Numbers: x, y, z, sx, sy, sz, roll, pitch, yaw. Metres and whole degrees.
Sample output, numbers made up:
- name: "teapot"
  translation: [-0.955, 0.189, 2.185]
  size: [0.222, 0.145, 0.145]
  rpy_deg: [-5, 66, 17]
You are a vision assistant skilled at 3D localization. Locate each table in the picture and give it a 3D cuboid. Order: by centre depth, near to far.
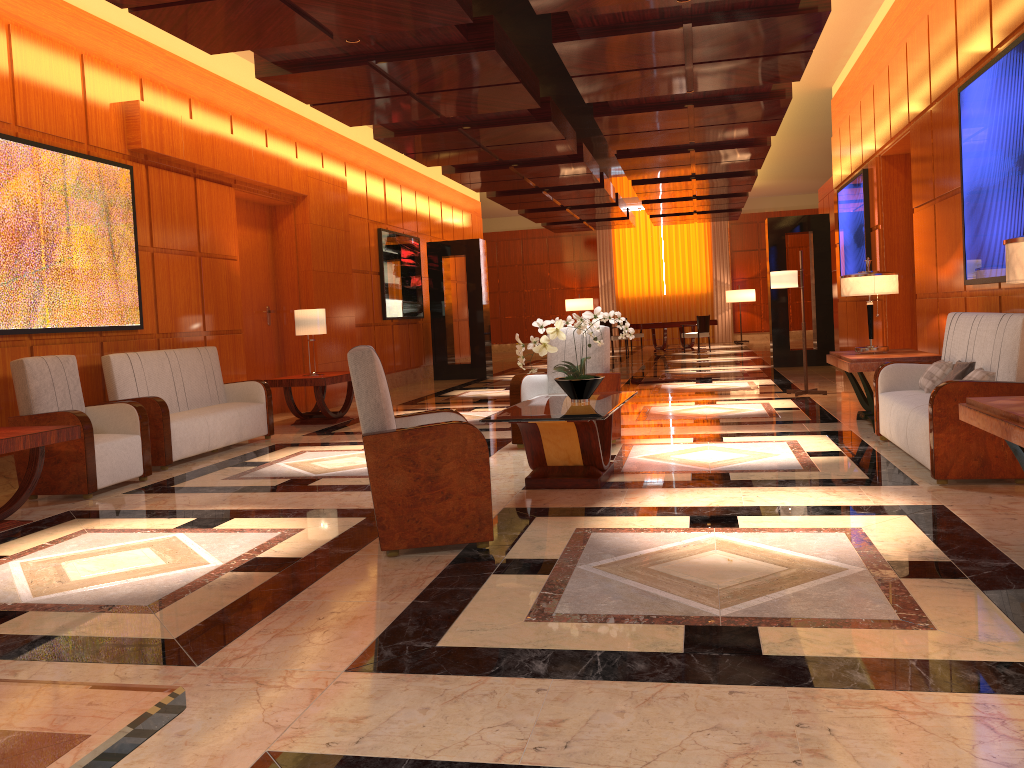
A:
- name: "table"
  translation: [-1.226, 0.743, 0.213]
  size: [1.599, 0.743, 1.604]
  rpy_deg: [-2, 4, 12]
- name: "table"
  translation: [2.239, 0.403, 3.294]
  size: [0.725, 0.605, 1.273]
  rpy_deg: [-2, 4, 12]
- name: "table"
  translation: [-3.186, 0.584, 5.084]
  size: [0.724, 0.533, 1.170]
  rpy_deg: [-2, 4, 15]
- name: "table"
  translation: [0.370, 0.375, 5.727]
  size: [0.722, 0.495, 1.564]
  rpy_deg: [-2, 4, 15]
- name: "table"
  translation: [3.110, 0.047, 7.421]
  size: [0.725, 0.605, 1.273]
  rpy_deg: [-2, 4, 12]
- name: "table"
  translation: [-2.152, 0.162, 9.982]
  size: [0.724, 0.533, 1.170]
  rpy_deg: [-2, 4, 15]
- name: "table"
  translation: [4.007, -1.178, 22.004]
  size: [2.108, 0.740, 0.784]
  rpy_deg: [-4, 3, -17]

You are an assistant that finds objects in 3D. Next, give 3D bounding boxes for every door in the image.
- name: "door"
  translation: [4.161, -1.156, 9.071]
  size: [0.340, 2.647, 1.541]
  rpy_deg: [-3, 3, 12]
- name: "door"
  translation: [-3.018, -0.896, 10.581]
  size: [0.340, 2.647, 1.503]
  rpy_deg: [-3, 3, 12]

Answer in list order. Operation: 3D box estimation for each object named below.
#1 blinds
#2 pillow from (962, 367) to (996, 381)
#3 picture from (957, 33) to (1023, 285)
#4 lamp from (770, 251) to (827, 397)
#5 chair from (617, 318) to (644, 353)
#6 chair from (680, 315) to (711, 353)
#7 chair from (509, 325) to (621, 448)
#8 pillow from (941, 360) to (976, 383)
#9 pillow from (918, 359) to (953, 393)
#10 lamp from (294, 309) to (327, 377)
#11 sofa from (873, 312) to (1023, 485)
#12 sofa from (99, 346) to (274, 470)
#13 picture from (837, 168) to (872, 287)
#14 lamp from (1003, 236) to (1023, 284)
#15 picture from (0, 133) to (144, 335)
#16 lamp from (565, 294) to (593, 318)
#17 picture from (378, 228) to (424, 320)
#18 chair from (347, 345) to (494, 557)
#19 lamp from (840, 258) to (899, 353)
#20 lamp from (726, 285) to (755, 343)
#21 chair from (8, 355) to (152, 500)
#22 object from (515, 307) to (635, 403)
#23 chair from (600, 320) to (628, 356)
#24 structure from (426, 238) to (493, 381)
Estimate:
- name: "blinds"
  translation: [4.504, -3.190, 26.391]
  size: [3.851, 4.059, 0.149]
  rpy_deg: [-2, 2, 12]
- name: "pillow"
  translation: [2.758, 0.027, 5.305]
  size: [0.202, 0.229, 0.274]
  rpy_deg: [-2, 3, 15]
- name: "picture"
  translation: [3.148, -1.374, 5.587]
  size: [0.056, 1.450, 2.001]
  rpy_deg: [-3, 4, 12]
- name: "lamp"
  translation: [3.276, -0.700, 10.207]
  size: [0.526, 1.658, 0.360]
  rpy_deg: [-3, 2, 2]
- name: "chair"
  translation: [3.078, -1.287, 23.274]
  size: [0.576, 0.893, 0.585]
  rpy_deg: [-1, 4, 40]
- name: "chair"
  translation: [4.421, -1.191, 21.073]
  size: [0.585, 0.893, 0.576]
  rpy_deg: [-5, 3, -35]
- name: "chair"
  translation: [0.444, 0.014, 7.225]
  size: [0.737, 0.959, 0.630]
  rpy_deg: [-1, 3, 31]
- name: "pillow"
  translation: [2.883, -0.026, 5.734]
  size: [0.160, 0.252, 0.358]
  rpy_deg: [-3, 4, 9]
- name: "pillow"
  translation: [2.946, -0.053, 6.165]
  size: [0.195, 0.226, 0.345]
  rpy_deg: [-2, 4, 17]
- name: "lamp"
  translation: [0.814, -0.200, 4.282]
  size: [0.335, 0.733, 13.007]
  rpy_deg: [-4, 4, -28]
- name: "sofa"
  translation: [2.814, 0.016, 5.731]
  size: [0.612, 0.931, 1.803]
  rpy_deg: [-2, 4, 13]
- name: "sofa"
  translation: [-2.830, 0.150, 7.861]
  size: [0.612, 0.931, 1.803]
  rpy_deg: [-2, 4, 13]
- name: "picture"
  translation: [4.357, -1.868, 11.315]
  size: [0.056, 1.450, 2.001]
  rpy_deg: [-3, 4, 12]
- name: "lamp"
  translation: [2.163, -0.311, 3.416]
  size: [0.458, 0.809, 0.460]
  rpy_deg: [-2, 3, 21]
- name: "picture"
  translation: [-3.558, -1.125, 6.917]
  size: [0.056, 1.450, 2.001]
  rpy_deg: [-3, 4, 12]
- name: "lamp"
  translation: [2.026, -1.847, 26.329]
  size: [0.812, 1.658, 0.811]
  rpy_deg: [-5, 3, -38]
- name: "picture"
  translation: [-1.854, -1.821, 14.992]
  size: [0.056, 1.450, 2.001]
  rpy_deg: [-3, 4, 12]
- name: "chair"
  translation: [-0.463, 0.276, 4.373]
  size: [0.629, 0.959, 0.739]
  rpy_deg: [-3, 3, -9]
- name: "lamp"
  translation: [3.020, -0.669, 7.477]
  size: [0.459, 0.792, 0.459]
  rpy_deg: [-4, 3, -26]
- name: "lamp"
  translation: [6.564, -2.010, 25.362]
  size: [0.812, 1.658, 0.811]
  rpy_deg: [-5, 3, -38]
- name: "chair"
  translation: [-3.053, 0.269, 6.257]
  size: [0.628, 0.959, 0.739]
  rpy_deg: [-2, 3, 11]
- name: "object"
  translation: [0.420, -0.192, 5.812]
  size: [0.788, 0.616, 0.418]
  rpy_deg: [-4, 3, -11]
- name: "chair"
  translation: [2.513, -1.173, 22.152]
  size: [0.585, 0.893, 0.576]
  rpy_deg: [-5, 4, -40]
- name: "structure"
  translation: [-0.945, -1.344, 16.122]
  size: [0.985, 2.494, 0.501]
  rpy_deg: [-2, 2, 12]
